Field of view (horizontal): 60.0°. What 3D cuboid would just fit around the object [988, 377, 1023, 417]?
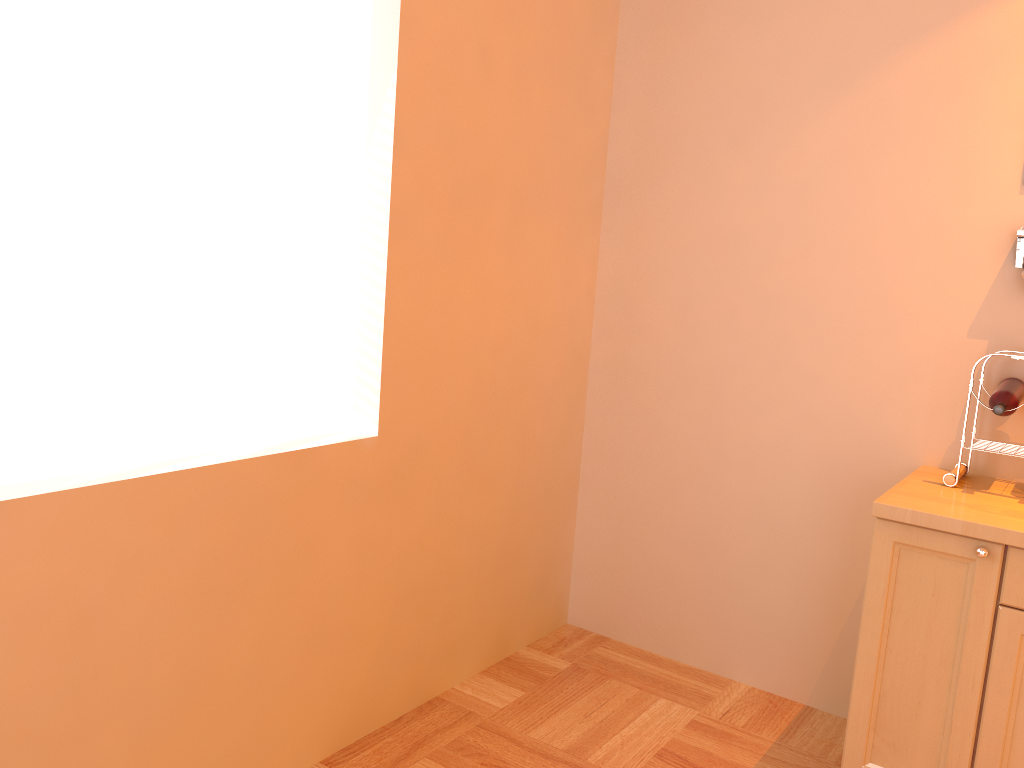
[{"bbox_3d":[1.355,0.037,2.432,0.076,0.095,0.282,10,10,34],"label":"object"}]

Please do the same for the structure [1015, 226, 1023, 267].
[{"bbox_3d":[1.589,-0.362,2.389,0.405,0.118,0.069,10,10,34],"label":"structure"}]

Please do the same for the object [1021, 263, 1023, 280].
[{"bbox_3d":[1.467,-0.304,2.452,0.103,0.111,0.066,8,9,28],"label":"object"}]

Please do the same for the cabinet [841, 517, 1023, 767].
[{"bbox_3d":[2.058,0.940,1.517,2.850,0.840,1.141,10,10,34],"label":"cabinet"}]

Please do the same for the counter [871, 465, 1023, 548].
[{"bbox_3d":[1.952,0.451,1.776,2.250,0.038,0.770,10,10,34],"label":"counter"}]

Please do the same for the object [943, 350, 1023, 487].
[{"bbox_3d":[1.495,0.125,2.350,0.572,0.379,0.221,10,10,34],"label":"object"}]
